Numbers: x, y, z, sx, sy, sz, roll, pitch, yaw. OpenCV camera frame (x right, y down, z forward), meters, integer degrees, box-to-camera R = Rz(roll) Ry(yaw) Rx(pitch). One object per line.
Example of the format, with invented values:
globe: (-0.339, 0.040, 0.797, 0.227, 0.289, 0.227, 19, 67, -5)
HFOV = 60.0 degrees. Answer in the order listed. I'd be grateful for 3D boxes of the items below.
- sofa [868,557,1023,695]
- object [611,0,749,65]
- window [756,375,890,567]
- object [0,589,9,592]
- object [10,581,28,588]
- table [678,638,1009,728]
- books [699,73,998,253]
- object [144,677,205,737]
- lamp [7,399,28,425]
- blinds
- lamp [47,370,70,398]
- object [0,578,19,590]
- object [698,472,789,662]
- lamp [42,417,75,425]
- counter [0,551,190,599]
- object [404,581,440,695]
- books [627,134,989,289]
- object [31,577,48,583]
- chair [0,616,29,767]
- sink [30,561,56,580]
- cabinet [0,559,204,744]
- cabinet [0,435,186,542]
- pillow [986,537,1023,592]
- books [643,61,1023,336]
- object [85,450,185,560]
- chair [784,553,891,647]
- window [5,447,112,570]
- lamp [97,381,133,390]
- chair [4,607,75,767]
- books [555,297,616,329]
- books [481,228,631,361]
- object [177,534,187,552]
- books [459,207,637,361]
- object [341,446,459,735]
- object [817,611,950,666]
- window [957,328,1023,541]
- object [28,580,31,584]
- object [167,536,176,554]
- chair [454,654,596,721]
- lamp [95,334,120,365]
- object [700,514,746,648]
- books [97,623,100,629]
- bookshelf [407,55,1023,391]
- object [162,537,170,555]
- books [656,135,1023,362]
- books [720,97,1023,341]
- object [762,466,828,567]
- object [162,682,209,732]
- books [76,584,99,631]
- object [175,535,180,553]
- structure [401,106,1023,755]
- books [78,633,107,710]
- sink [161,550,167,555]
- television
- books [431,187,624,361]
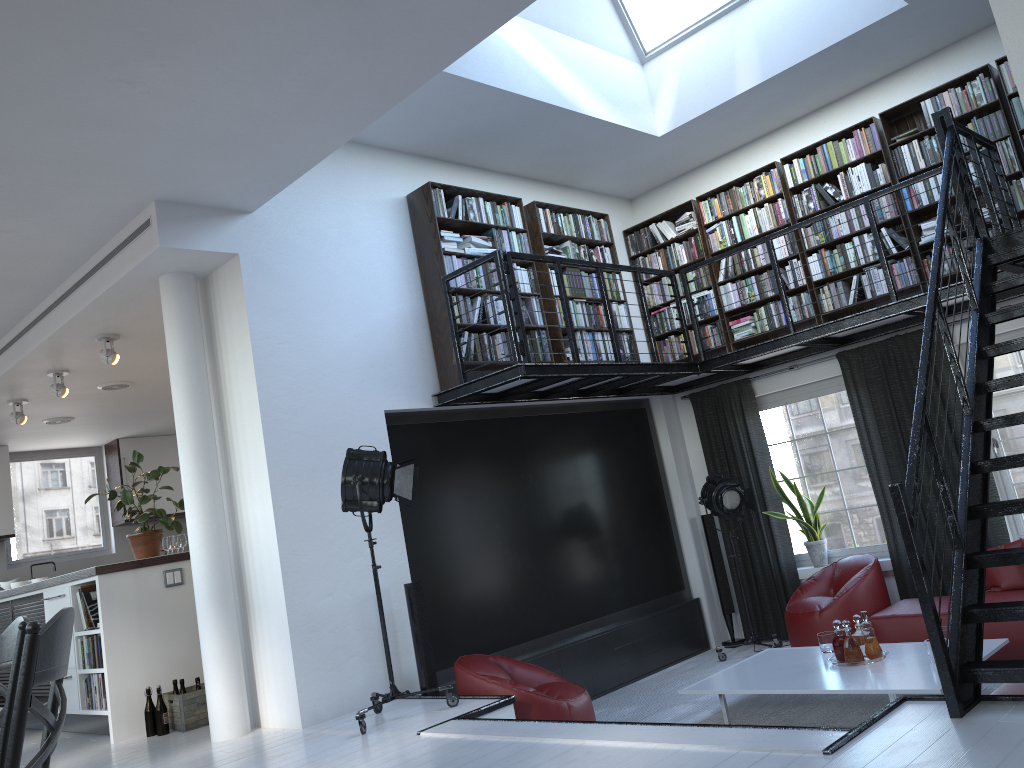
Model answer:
sofa: (3.004, 1.449, 5.174, 3.280, 0.660, 2.524, -2, -13, -46)
object: (1.484, -3.417, 6.861, 1.185, 0.638, 2.206, -1, -13, -46)
window: (2.768, 0.803, 7.983, 0.133, 1.616, 1.159, 1, -15, -45)
object: (-5.284, 2.176, 9.328, 0.260, 0.028, 0.261, -16, -10, 31)
object: (-4.895, 2.015, 8.810, 0.157, 0.093, 0.155, -1, -13, -45)
table: (2.069, 1.881, 5.530, 1.166, 0.245, 1.653, -2, -13, -46)
books: (2.827, -1.657, 7.540, 0.213, 0.833, 2.619, 0, -14, -45)
object: (-2.280, 2.232, 6.211, 0.557, 0.327, 0.286, -7, -10, -19)
lamp: (-4.836, 0.288, 8.683, 0.183, 0.240, 0.181, -1, -14, -42)
blinds: (2.800, 0.953, 7.651, 0.125, 2.402, 2.491, 1, -15, -45)
lamp: (-4.035, 0.012, 7.898, 0.183, 0.240, 0.181, -1, -14, -42)
object: (-5.322, 2.103, 9.334, 0.269, 0.174, 0.129, -8, -11, -17)
object: (2.914, 1.291, 7.192, 2.892, 1.589, 0.751, -16, -12, 27)
lamp: (-5.078, 0.414, 9.918, 0.327, 0.025, 0.327, -14, -9, 18)
counter: (-3.878, 1.802, 8.183, 1.447, 0.062, 4.172, -2, -13, -46)
object: (-0.565, 1.916, 5.779, 0.157, 1.229, 0.157, -16, -12, 24)
books: (2.875, -1.369, 7.472, 0.242, 1.406, 4.411, 0, -14, -45)
object: (-4.729, 1.994, 8.875, 0.157, 0.093, 0.155, -5, -11, -31)
chair: (-1.127, 0.966, 1.610, 0.504, 0.971, 0.492, -2, -13, -38)
sink: (-4.882, 2.171, 9.601, 0.648, 0.522, 0.542, -1, -14, -45)
cabinet: (-3.763, 2.371, 8.064, 1.500, 1.179, 4.141, -1, -13, -46)
cabinet: (-4.399, 1.527, 7.960, 7.230, 3.022, 7.249, -1, -13, -46)
pillow: (3.899, 1.100, 5.593, 0.983, 0.404, 1.943, -10, -9, -4)
books: (2.876, -1.380, 7.476, 0.227, 1.421, 4.405, 1, -14, -46)
object: (-3.004, 0.977, 7.134, 0.774, 0.897, 0.434, -13, -11, 11)
chair: (2.610, 1.795, 7.149, 0.829, 0.716, 0.826, -12, -10, 5)
window: (-5.936, 1.576, 11.511, 1.298, 1.469, 0.132, -1, -15, -45)
lamp: (-3.940, 0.021, 8.803, 0.329, 0.025, 0.326, -3, -12, -41)
chair: (-0.820, 0.839, 1.172, 0.504, 0.971, 0.492, -6, -11, -22)
books: (2.029, -1.357, 6.573, 1.170, 1.414, 4.354, 0, -14, -46)
books: (1.869, -1.216, 6.398, 4.306, 1.147, 1.599, -19, -13, 42)
object: (-3.057, 1.508, 8.223, 0.083, 0.224, 0.082, -4, -13, -32)
books: (1.639, -1.341, 6.201, 4.347, 1.418, 2.205, -19, -13, 42)
object: (-0.711, 1.130, 5.219, 0.545, 1.589, 0.606, -10, -11, -2)
object: (2.278, 1.575, 5.596, 0.513, 0.296, 1.001, -2, -12, -42)
window: (4.149, 0.326, 6.628, 0.133, 1.616, 1.159, 1, -15, -45)
object: (-4.850, 2.036, 8.995, 0.156, 0.093, 0.156, -16, -11, 29)
object: (-3.136, 1.515, 8.171, 0.083, 0.224, 0.082, -8, -11, -13)
chair: (0.091, 2.030, 5.592, 0.827, 0.716, 0.828, -15, -11, 23)
lamp: (-3.234, -0.265, 7.112, 0.183, 0.240, 0.181, -1, -14, -42)
object: (1.953, 1.839, 8.337, 0.158, 1.229, 0.156, -4, -13, -30)
books: (-2.857, 1.724, 6.451, 0.203, 0.054, 0.272, -18, -11, 39)
bookshelf: (1.934, -1.281, 6.483, 3.089, 1.627, 4.445, -1, -13, -46)
object: (-3.201, 1.538, 8.237, 0.082, 0.224, 0.082, -13, -11, 10)
books: (2.522, -1.370, 7.141, 1.286, 1.438, 4.404, -1, -13, -44)
books: (3.170, -1.323, 7.205, 0.240, 1.129, 3.368, 1, -14, -46)
object: (2.469, 1.187, 7.915, 0.526, 0.946, 0.549, -3, -13, -35)
object: (-2.186, 2.266, 6.290, 0.455, 0.250, 0.387, -3, -12, -40)
books: (-3.094, 1.656, 6.621, 0.186, 0.331, 0.321, 0, -15, -45)
object: (-3.127, 1.532, 8.290, 0.082, 0.224, 0.082, -12, -11, 8)
structure: (1.702, 0.354, 5.625, 4.616, 3.377, 4.458, -1, -14, -46)
books: (-2.868, 1.940, 6.582, 0.492, 0.803, 0.537, 0, -15, -45)
sink: (-4.694, 2.426, 11.810, 0.916, 0.416, 0.430, -1, -14, -45)
television: (0.419, 1.351, 7.356, 3.353, 2.443, 0.116, -1, -15, -45)
books: (0.178, -0.853, 7.598, 2.207, 1.432, 0.312, -1, -14, -45)
